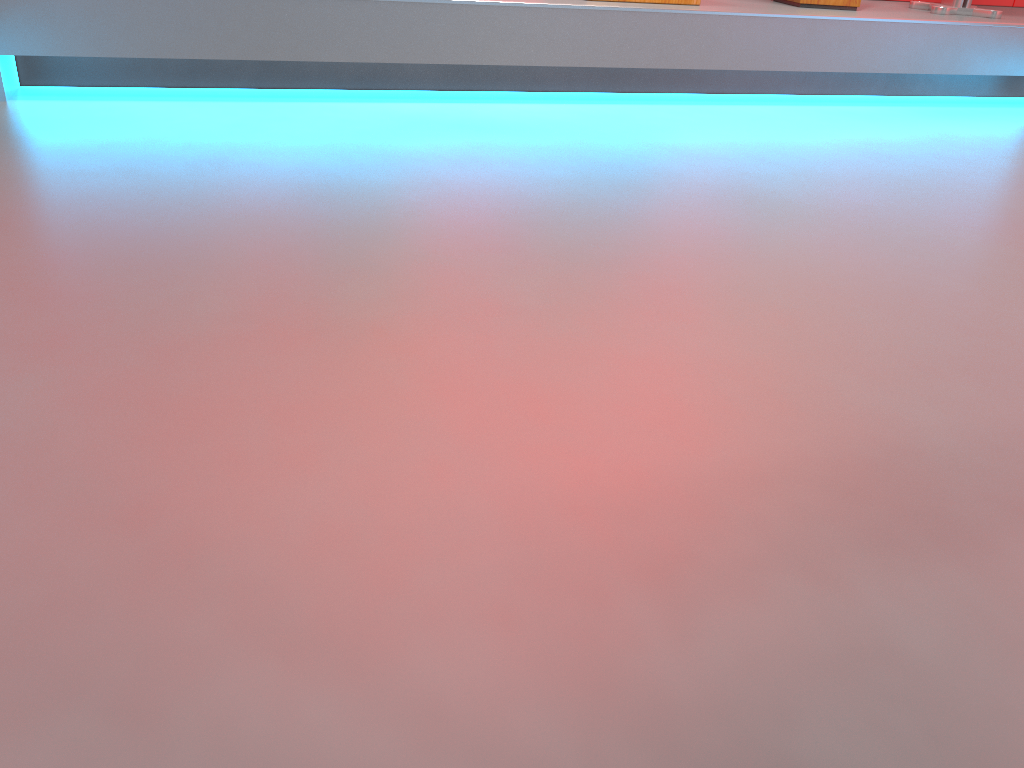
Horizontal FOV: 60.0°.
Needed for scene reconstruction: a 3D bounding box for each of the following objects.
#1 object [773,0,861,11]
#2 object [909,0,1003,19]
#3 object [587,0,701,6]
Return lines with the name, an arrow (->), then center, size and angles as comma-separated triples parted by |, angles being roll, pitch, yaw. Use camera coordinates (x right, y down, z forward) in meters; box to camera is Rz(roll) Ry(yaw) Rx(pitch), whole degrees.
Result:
object -> 1.025, -1.705, 2.665 | 0.203, 1.052, 0.238 | 0, 28, -9
object -> 1.554, -1.745, 2.809 | 0.231, 1.058, 0.265 | 4, 28, 0
object -> 0.339, -1.325, 2.594 | 0.360, 0.360, 0.360 | -5, 29, -17
